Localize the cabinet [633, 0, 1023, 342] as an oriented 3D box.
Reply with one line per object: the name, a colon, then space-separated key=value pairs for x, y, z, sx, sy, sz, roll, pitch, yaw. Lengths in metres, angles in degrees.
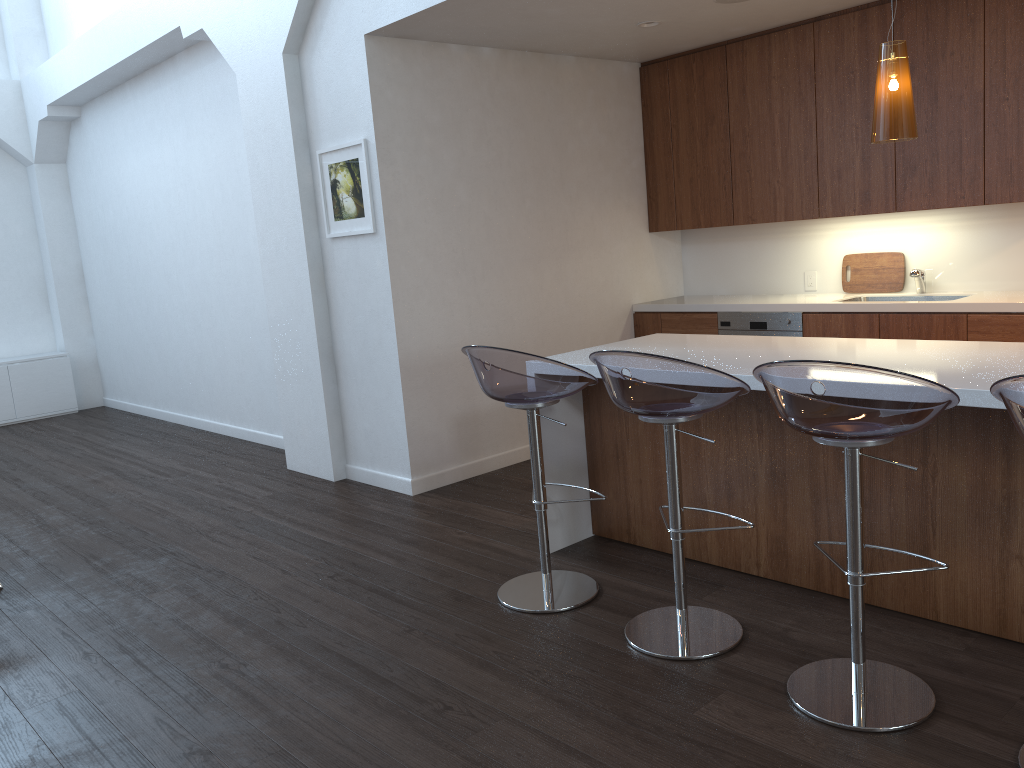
cabinet: x=2.810 y=-0.828 z=4.391 sx=0.598 sy=2.499 sz=5.299 roll=-13 pitch=12 yaw=-41

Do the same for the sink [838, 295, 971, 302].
sink: x=2.251 y=-0.417 z=5.111 sx=0.440 sy=0.137 sz=0.740 roll=-13 pitch=12 yaw=-41

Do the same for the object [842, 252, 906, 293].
object: x=2.237 y=-0.688 z=5.498 sx=0.041 sy=0.250 sz=0.399 roll=-13 pitch=12 yaw=-41

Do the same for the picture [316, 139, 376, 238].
picture: x=-0.941 y=-1.092 z=5.005 sx=0.018 sy=0.500 sz=0.500 roll=-13 pitch=12 yaw=-41

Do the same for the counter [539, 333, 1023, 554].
counter: x=0.204 y=0.446 z=3.080 sx=8.182 sy=0.860 sz=3.039 roll=-2 pitch=10 yaw=19

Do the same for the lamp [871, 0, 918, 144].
lamp: x=1.301 y=-1.510 z=1.561 sx=0.149 sy=1.807 sz=2.842 roll=-5 pitch=9 yaw=-2

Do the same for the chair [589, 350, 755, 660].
chair: x=0.545 y=0.355 z=2.962 sx=0.481 sy=1.014 sz=0.530 roll=-14 pitch=13 yaw=-43

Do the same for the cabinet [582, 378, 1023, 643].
cabinet: x=1.970 y=0.413 z=2.482 sx=0.898 sy=0.796 sz=4.493 roll=-13 pitch=12 yaw=-41

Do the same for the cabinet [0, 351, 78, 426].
cabinet: x=-6.735 y=0.449 z=7.500 sx=5.580 sy=0.626 sz=0.478 roll=-13 pitch=12 yaw=-41

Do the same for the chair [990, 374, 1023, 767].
chair: x=1.384 y=0.436 z=2.015 sx=0.481 sy=1.014 sz=0.530 roll=-12 pitch=12 yaw=-39

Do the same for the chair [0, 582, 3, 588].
chair: x=-2.782 y=0.570 z=4.002 sx=0.618 sy=0.833 sz=0.629 roll=-14 pitch=13 yaw=-43

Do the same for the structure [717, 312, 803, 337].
structure: x=1.556 y=-0.084 z=5.546 sx=0.041 sy=0.736 sz=0.594 roll=-13 pitch=12 yaw=-41

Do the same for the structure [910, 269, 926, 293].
structure: x=2.363 y=-0.598 z=5.169 sx=0.064 sy=0.155 sz=0.263 roll=1 pitch=11 yaw=31

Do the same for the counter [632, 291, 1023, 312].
counter: x=2.538 y=-0.448 z=4.795 sx=0.600 sy=0.050 sz=4.387 roll=-13 pitch=12 yaw=-41

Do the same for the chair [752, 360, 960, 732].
chair: x=0.960 y=0.397 z=2.481 sx=0.481 sy=1.014 sz=0.530 roll=-14 pitch=13 yaw=-43

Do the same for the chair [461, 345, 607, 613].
chair: x=0.100 y=0.320 z=3.411 sx=0.481 sy=1.014 sz=0.530 roll=-12 pitch=12 yaw=-39
